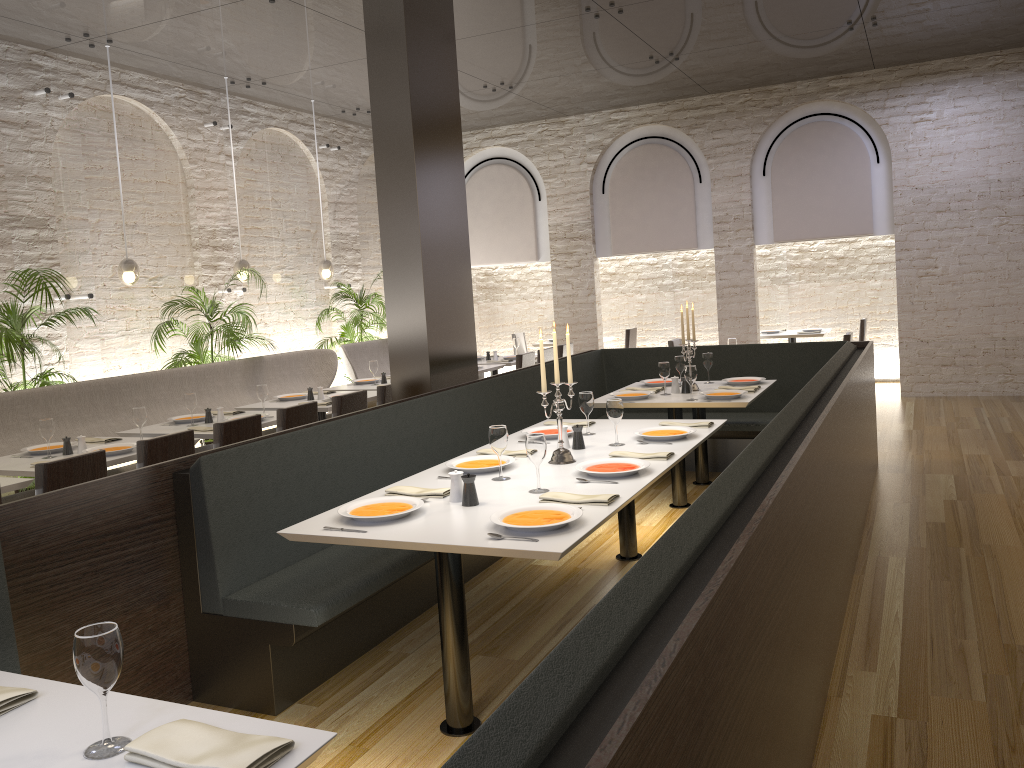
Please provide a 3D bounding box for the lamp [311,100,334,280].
[{"bbox_3d":[-2.196,-2.207,10.132,0.177,2.035,0.178,-4,4,4],"label":"lamp"}]

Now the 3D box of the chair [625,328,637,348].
[{"bbox_3d":[1.528,-0.348,12.871,0.565,0.903,0.413,-2,5,25],"label":"chair"}]

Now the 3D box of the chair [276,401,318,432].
[{"bbox_3d":[-1.601,0.590,5.984,0.565,0.903,0.413,-2,5,25],"label":"chair"}]

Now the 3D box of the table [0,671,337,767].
[{"bbox_3d":[-1.332,1.198,0.776,1.100,0.758,2.548,-1,6,25],"label":"table"}]

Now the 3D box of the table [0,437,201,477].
[{"bbox_3d":[-2.581,0.790,5.383,0.935,0.758,1.014,-1,6,25],"label":"table"}]

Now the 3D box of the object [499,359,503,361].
[{"bbox_3d":[-0.065,-0.279,10.229,0.181,0.015,0.038,-1,6,26],"label":"object"}]

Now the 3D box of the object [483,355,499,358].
[{"bbox_3d":[-0.310,-0.337,10.923,0.273,0.033,0.143,-1,7,25],"label":"object"}]

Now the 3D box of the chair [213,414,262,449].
[{"bbox_3d":[-1.837,0.659,5.474,0.565,0.903,0.413,-2,5,25],"label":"chair"}]

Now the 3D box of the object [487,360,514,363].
[{"bbox_3d":[-0.135,-0.258,10.068,0.273,0.033,0.143,-1,7,25],"label":"object"}]

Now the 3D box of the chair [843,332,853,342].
[{"bbox_3d":[3.224,-0.061,9.122,0.565,0.903,0.413,-2,5,25],"label":"chair"}]

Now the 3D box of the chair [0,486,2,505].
[{"bbox_3d":[-2.557,0.872,3.918,0.565,0.903,0.413,-2,5,25],"label":"chair"}]

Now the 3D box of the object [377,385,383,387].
[{"bbox_3d":[-1.074,0.019,8.039,0.273,0.033,0.143,-1,7,25],"label":"object"}]

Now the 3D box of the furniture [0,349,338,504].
[{"bbox_3d":[-2.614,0.439,7.120,0.708,1.094,4.492,-2,6,25],"label":"furniture"}]

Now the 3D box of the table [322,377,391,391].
[{"bbox_3d":[-1.137,0.364,8.503,0.935,0.758,1.014,-1,6,25],"label":"table"}]

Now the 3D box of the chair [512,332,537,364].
[{"bbox_3d":[0.339,-0.328,13.425,0.565,0.903,0.413,-2,5,25],"label":"chair"}]

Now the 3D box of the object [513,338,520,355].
[{"bbox_3d":[0.055,-0.439,10.650,0.086,0.230,0.086,-7,5,-35],"label":"object"}]

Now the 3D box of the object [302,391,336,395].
[{"bbox_3d":[-1.717,0.078,7.883,0.273,0.033,0.143,-1,7,25],"label":"object"}]

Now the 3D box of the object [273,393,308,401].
[{"bbox_3d":[-1.877,0.114,7.581,0.321,0.036,0.322,-3,6,3],"label":"object"}]

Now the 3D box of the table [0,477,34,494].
[{"bbox_3d":[-3.068,0.934,4.331,0.935,0.758,1.014,-1,6,25],"label":"table"}]

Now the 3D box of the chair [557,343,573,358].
[{"bbox_3d":[0.431,-0.010,10.374,0.565,0.903,0.413,-2,5,25],"label":"chair"}]

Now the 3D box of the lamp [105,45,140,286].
[{"bbox_3d":[-3.370,-1.861,7.597,0.177,2.035,0.178,-3,4,10],"label":"lamp"}]

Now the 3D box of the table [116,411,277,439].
[{"bbox_3d":[-2.095,0.647,6.433,0.935,0.758,1.014,-1,6,25],"label":"table"}]

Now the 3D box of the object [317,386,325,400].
[{"bbox_3d":[-1.604,0.073,7.426,0.059,0.109,0.059,-2,4,17],"label":"object"}]

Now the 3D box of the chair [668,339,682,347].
[{"bbox_3d":[2.035,-0.041,9.676,0.565,0.903,0.413,-2,5,25],"label":"chair"}]

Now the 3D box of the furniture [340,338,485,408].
[{"bbox_3d":[-1.075,-0.015,10.444,0.707,1.094,2.594,-2,6,25],"label":"furniture"}]

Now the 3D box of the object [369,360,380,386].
[{"bbox_3d":[-1.297,-0.104,8.336,0.086,0.230,0.086,-7,5,-35],"label":"object"}]

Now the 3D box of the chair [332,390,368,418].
[{"bbox_3d":[-1.353,0.516,6.519,0.565,0.903,0.413,-2,5,25],"label":"chair"}]

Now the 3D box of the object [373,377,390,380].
[{"bbox_3d":[-1.249,-0.060,8.894,0.273,0.033,0.143,-1,7,25],"label":"object"}]

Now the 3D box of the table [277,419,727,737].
[{"bbox_3d":[0.211,0.743,4.108,1.100,0.758,2.548,-1,6,25],"label":"table"}]

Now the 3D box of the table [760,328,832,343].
[{"bbox_3d":[3.752,-0.312,11.846,0.935,0.758,1.014,-1,6,25],"label":"table"}]

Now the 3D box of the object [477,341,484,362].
[{"bbox_3d":[-0.365,-0.379,10.347,0.086,0.230,0.086,-7,5,-35],"label":"object"}]

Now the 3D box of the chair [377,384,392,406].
[{"bbox_3d":[-1.115,0.446,7.033,0.565,0.903,0.413,-2,5,25],"label":"chair"}]

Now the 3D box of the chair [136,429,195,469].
[{"bbox_3d":[-2.072,0.729,4.967,0.565,0.903,0.413,-2,5,25],"label":"chair"}]

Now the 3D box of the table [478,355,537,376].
[{"bbox_3d":[-0.198,0.087,10.532,0.935,0.758,1.014,-1,6,25],"label":"table"}]

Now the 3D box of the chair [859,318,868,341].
[{"bbox_3d":[4.350,-0.393,11.555,0.565,0.903,0.413,-2,5,25],"label":"chair"}]

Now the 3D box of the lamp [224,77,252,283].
[{"bbox_3d":[-2.777,-2.036,8.877,0.177,2.035,0.178,-4,4,4],"label":"lamp"}]

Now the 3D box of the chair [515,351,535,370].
[{"bbox_3d":[-0.045,0.130,9.345,0.565,0.903,0.413,-2,5,25],"label":"chair"}]

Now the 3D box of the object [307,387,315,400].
[{"bbox_3d":[-1.687,0.079,7.414,0.059,0.109,0.059,-2,4,17],"label":"object"}]

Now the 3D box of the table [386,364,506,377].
[{"bbox_3d":[-0.675,0.228,9.501,0.935,0.758,1.014,-1,6,25],"label":"table"}]

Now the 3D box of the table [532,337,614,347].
[{"bbox_3d":[0.943,-0.267,13.156,0.935,0.758,1.014,-1,6,25],"label":"table"}]

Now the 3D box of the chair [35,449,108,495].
[{"bbox_3d":[-2.320,0.802,4.429,0.565,0.903,0.413,-2,5,25],"label":"chair"}]

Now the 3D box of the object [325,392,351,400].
[{"bbox_3d":[-1.391,0.106,7.352,0.321,0.036,0.322,-3,6,3],"label":"object"}]

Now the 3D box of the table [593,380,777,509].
[{"bbox_3d":[1.281,0.427,6.419,1.100,0.758,1.192,-1,6,25],"label":"table"}]

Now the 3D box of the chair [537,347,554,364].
[{"bbox_3d":[0.190,0.061,9.852,0.565,0.903,0.413,-2,5,25],"label":"chair"}]

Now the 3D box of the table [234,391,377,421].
[{"bbox_3d":[-1.605,0.502,7.492,0.935,0.758,1.014,-1,6,25],"label":"table"}]
